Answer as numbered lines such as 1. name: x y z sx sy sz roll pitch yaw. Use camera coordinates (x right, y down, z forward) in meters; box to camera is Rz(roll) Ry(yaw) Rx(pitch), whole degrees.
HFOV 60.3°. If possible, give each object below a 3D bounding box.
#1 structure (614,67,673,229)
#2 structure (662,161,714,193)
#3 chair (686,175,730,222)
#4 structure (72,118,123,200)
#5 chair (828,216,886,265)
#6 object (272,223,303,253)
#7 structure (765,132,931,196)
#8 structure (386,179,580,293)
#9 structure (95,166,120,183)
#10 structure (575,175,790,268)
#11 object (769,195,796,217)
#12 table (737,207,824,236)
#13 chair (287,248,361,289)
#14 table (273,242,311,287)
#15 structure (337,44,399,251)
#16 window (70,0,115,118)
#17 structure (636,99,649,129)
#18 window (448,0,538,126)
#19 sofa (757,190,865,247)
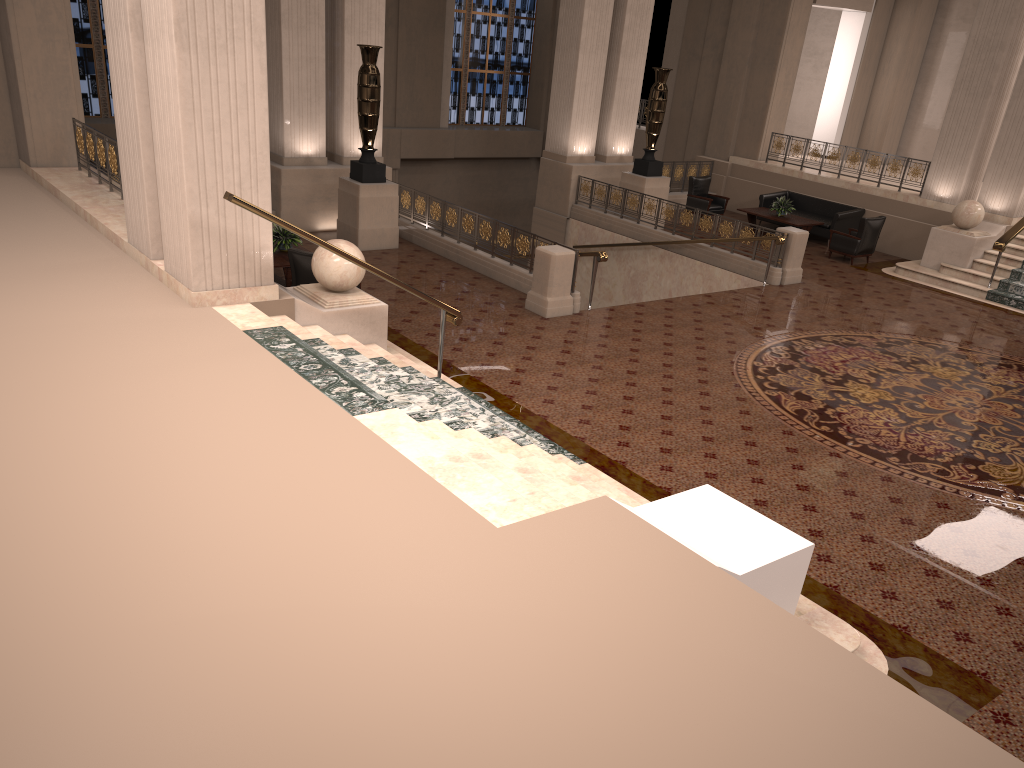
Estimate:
1. structure: 2.583 -4.371 16.473 0.691 2.919 0.678 -14 32 -35
2. structure: 3.467 -4.475 19.058 2.504 0.685 0.031 -11 31 -35
3. chair: 4.006 -3.801 18.138 0.637 0.884 0.697 -17 33 -40
4. structure: -4.371 -2.380 9.827 0.031 0.655 3.579 -15 30 -36
5. chair: 6.192 -2.641 15.889 0.639 0.884 0.695 -13 31 -35
6. object: -2.877 -1.869 11.104 0.502 0.394 0.501 3 24 -7
7. structure: 6.632 -4.456 17.704 0.031 0.655 3.579 -15 30 -36
8. structure: -0.621 -2.281 12.983 0.078 0.563 4.780 -15 30 -35
9. structure: -4.826 -2.910 13.121 2.504 0.685 0.031 -11 31 -35
10. structure: 2.740 -2.916 15.389 0.078 0.563 4.784 -15 31 -36
11. object: 5.221 -3.443 17.013 0.502 0.394 0.501 3 24 -7
12. table: 5.186 -3.069 17.220 0.828 0.456 1.429 -12 29 -36
13. chair: -2.134 -1.139 10.099 0.645 0.884 0.688 10 25 10
14. table: -3.064 -1.512 11.314 0.828 0.456 1.429 -12 29 -36
15. structure: -2.125 -3.482 13.103 0.691 2.919 0.678 -14 32 -35
16. window: -8.812 -7.987 16.845 2.949 5.610 0.067 -13 32 -34
17. structure: 2.878 -6.845 22.098 0.030 0.700 2.088 -15 31 -36
18. window: -0.567 -9.543 22.748 2.949 5.610 0.067 -13 32 -34
19. sofa: 5.926 -3.333 17.682 0.864 0.740 1.862 -13 29 -36
